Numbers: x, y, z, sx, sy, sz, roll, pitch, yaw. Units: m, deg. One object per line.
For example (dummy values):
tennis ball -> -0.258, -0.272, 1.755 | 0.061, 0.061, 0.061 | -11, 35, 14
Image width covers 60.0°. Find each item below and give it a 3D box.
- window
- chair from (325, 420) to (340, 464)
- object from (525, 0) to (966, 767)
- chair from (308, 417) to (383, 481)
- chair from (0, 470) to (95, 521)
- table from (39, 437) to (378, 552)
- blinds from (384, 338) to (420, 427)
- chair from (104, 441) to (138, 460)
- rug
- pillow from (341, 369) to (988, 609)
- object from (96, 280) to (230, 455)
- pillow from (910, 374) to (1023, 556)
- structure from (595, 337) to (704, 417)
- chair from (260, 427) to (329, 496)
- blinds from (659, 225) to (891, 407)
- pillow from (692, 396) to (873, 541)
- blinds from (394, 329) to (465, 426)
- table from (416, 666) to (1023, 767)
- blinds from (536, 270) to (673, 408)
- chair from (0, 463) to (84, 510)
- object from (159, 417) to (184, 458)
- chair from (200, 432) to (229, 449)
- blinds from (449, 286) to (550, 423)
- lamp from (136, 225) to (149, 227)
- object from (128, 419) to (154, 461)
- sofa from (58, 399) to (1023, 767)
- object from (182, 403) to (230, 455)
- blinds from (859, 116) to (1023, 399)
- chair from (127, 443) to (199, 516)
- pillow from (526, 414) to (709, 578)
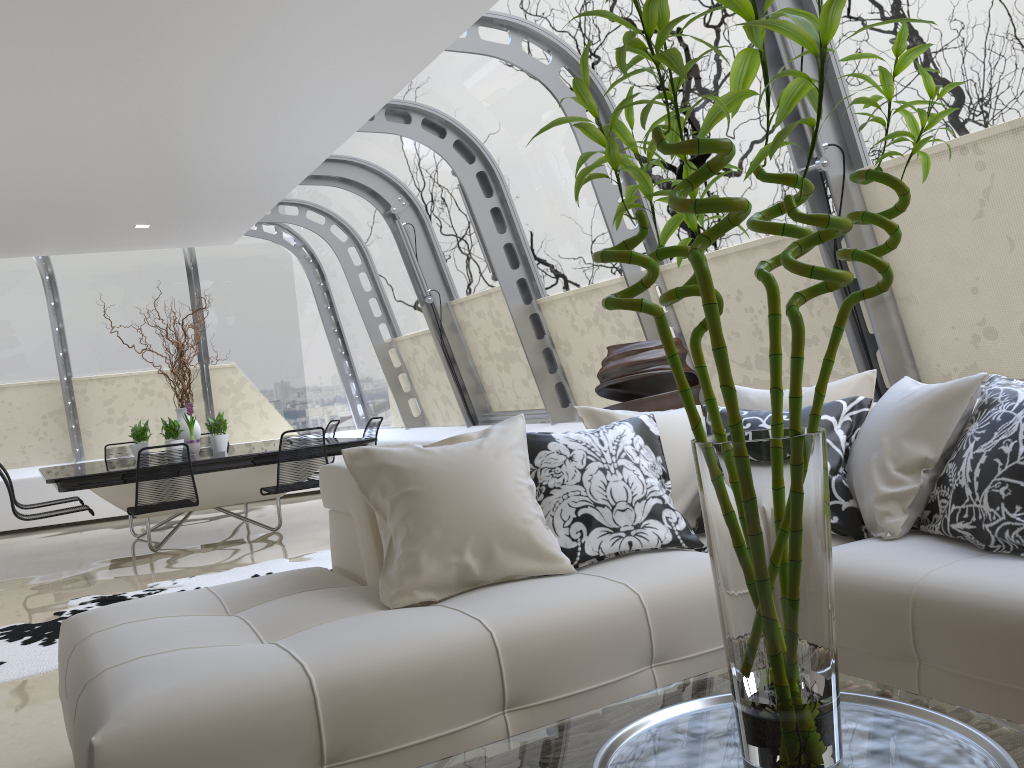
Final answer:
window -> -5.806, 0.250, 3.401 | 16.693, 3.674, 16.171 | -6, 0, -23
chair -> -2.159, 0.673, 9.370 | 0.688, 0.519, 0.446 | -6, 0, -29
object -> 0.370, -0.178, 1.397 | 0.673, 1.546, 0.584 | -6, 0, 10
chair -> -1.540, 0.601, 8.256 | 0.688, 0.519, 0.446 | -6, 0, -29
chair -> -3.725, 0.829, 7.028 | 0.688, 0.519, 0.446 | -6, 0, -29
table -> -2.881, 1.022, 8.155 | 2.494, 0.759, 3.031 | -6, 0, -29
blinds -> -1.396, 0.564, 10.773 | 0.663, 2.118, 1.829 | -6, 0, -29
chair -> -4.034, 0.873, 9.283 | 0.446, 0.519, 0.688 | -6, 0, -29
rug -> -1.449, 1.232, 5.051 | 3.220, 0.008, 2.705 | -6, 0, -29
pillow -> 1.237, 0.221, 2.505 | 3.322, 0.530, 1.656 | -6, 0, 31
object -> -3.179, -0.107, 8.111 | 1.031, 1.549, 1.135 | -6, 0, -37
pillow -> 1.406, 0.215, 2.484 | 0.382, 0.467, 0.608 | -6, 0, -10
structure -> 0.786, 0.389, 4.907 | 0.674, 1.258, 0.672 | -6, 0, 38
chair -> -1.713, 0.614, 7.004 | 0.446, 0.519, 0.688 | -6, 0, -29
blinds -> 1.481, -0.304, 5.164 | 0.329, 1.027, 1.430 | -6, 0, -29
pillow -> 0.924, 0.299, 3.064 | 0.599, 0.483, 0.405 | -6, 0, 29
blinds -> -0.758, -0.045, 9.195 | 0.329, 1.027, 1.430 | -6, 0, -29
table -> 0.374, 0.811, 1.310 | 1.007, 0.448, 0.923 | -6, 0, -29
blinds -> 0.735, -0.218, 6.507 | 0.329, 1.027, 1.430 | -6, 0, -29
chair -> -4.344, 0.901, 8.142 | 0.688, 0.519, 0.446 | -6, 0, -29
object -> -2.994, 0.466, 7.816 | 0.215, 0.369, 0.284 | -6, 0, 4
chair -> -3.230, 0.789, 9.735 | 0.446, 0.519, 0.688 | -6, 0, -29
blinds -> -0.046, -0.222, 7.836 | 0.387, 1.214, 1.376 | -6, 0, -29
lamp -> -5.230, -1.294, 1.610 | 9.775, 0.004, 9.928 | -6, 0, -28
object -> -3.383, 0.509, 8.092 | 0.215, 0.369, 0.284 | -6, 0, 9
sofa -> 0.901, 0.536, 1.907 | 3.257, 0.866, 4.169 | -6, 0, -29
object -> -2.767, 0.393, 8.099 | 0.417, 0.476, 0.238 | -6, 0, -1
blinds -> 2.188, -0.480, 3.816 | 0.387, 1.214, 1.376 | -6, 0, -29
chair -> -2.579, 0.704, 6.517 | 0.446, 0.519, 0.688 | -6, 0, -29
pillow -> 0.280, 0.356, 2.926 | 0.604, 0.471, 0.394 | -6, 0, -13
